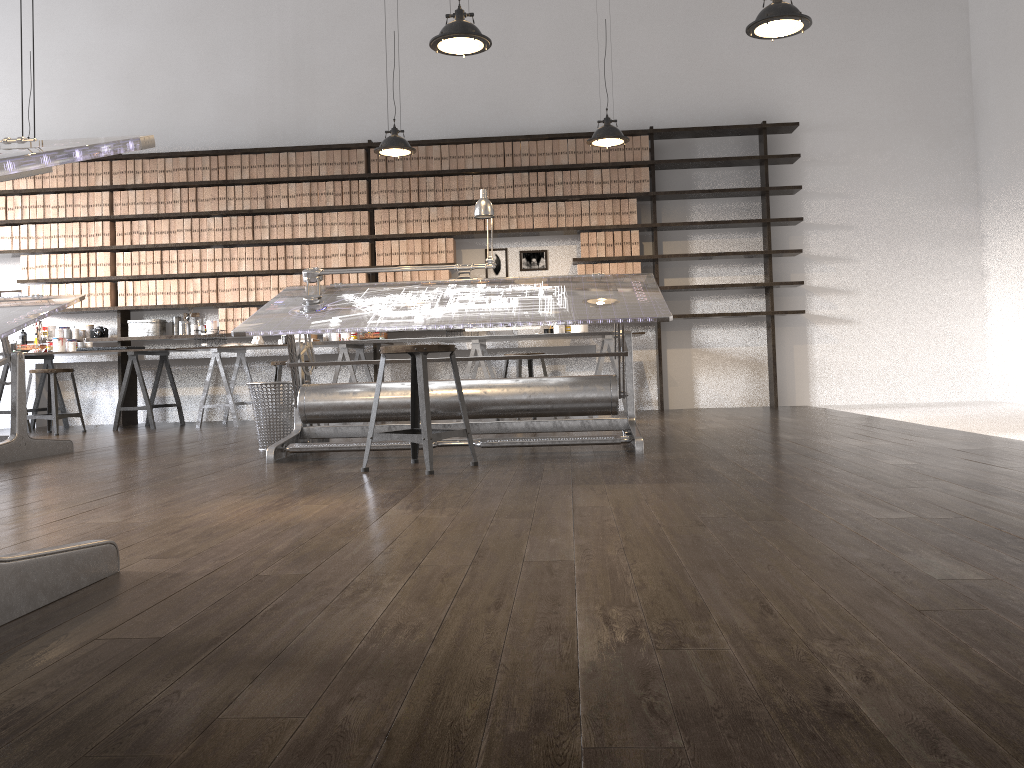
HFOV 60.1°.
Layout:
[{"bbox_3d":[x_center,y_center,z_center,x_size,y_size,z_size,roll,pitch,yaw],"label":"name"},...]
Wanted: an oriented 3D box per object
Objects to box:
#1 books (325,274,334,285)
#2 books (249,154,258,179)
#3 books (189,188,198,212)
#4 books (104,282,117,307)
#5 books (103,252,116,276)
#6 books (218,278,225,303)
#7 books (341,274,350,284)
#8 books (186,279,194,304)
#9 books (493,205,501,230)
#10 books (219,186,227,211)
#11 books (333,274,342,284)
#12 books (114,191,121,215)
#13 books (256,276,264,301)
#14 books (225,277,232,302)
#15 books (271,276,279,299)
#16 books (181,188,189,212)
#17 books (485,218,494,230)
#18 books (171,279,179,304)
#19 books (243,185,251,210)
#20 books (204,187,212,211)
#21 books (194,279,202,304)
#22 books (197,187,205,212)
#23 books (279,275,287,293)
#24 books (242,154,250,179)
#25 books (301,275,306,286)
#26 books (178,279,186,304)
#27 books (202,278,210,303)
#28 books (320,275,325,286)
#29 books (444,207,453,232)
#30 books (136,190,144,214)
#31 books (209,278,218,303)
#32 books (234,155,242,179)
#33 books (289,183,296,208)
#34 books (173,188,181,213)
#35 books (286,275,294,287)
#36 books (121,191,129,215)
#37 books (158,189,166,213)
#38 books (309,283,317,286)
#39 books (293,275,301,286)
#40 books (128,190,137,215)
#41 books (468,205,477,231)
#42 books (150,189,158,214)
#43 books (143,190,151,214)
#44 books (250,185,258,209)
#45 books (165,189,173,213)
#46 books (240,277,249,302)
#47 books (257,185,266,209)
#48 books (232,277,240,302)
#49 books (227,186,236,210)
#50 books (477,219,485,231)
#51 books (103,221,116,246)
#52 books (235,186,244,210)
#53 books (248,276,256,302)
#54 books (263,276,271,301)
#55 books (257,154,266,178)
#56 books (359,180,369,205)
[{"bbox_3d":[-1.612,-0.864,7.900,0.067,0.226,0.174,-2,-1,4],"label":"books"},{"bbox_3d":[-2.300,-1.938,7.978,0.067,0.226,0.174,-2,-1,4],"label":"books"},{"bbox_3d":[-2.848,-1.643,7.996,0.067,0.226,0.174,-2,-1,4],"label":"books"},{"bbox_3d":[-3.620,-0.803,8.018,0.067,0.226,0.174,-2,-1,4],"label":"books"},{"bbox_3d":[-3.625,-1.073,8.025,0.067,0.226,0.174,-2,-1,4],"label":"books"},{"bbox_3d":[-2.576,-0.835,7.959,0.067,0.226,0.174,-2,-1,4],"label":"books"},{"bbox_3d":[-1.464,-0.869,7.891,0.067,0.226,0.174,-2,-1,4],"label":"books"},{"bbox_3d":[-2.866,-0.826,7.977,0.067,0.226,0.174,-2,-1,4],"label":"books"},{"bbox_3d":[-0.124,-1.458,7.826,0.067,0.226,0.174,-2,-1,4],"label":"books"},{"bbox_3d":[-2.573,-1.652,7.978,0.067,0.226,0.174,-2,-1,4],"label":"books"},{"bbox_3d":[-1.538,-0.866,7.890,0.067,0.226,0.174,-2,-1,4],"label":"books"},{"bbox_3d":[-3.543,-1.622,8.045,0.067,0.226,0.174,-2,-1,4],"label":"books"},{"bbox_3d":[-2.233,-0.845,7.939,0.067,0.226,0.174,-2,-1,4],"label":"books"},{"bbox_3d":[-2.511,-0.837,7.953,0.067,0.226,0.174,-2,-1,4],"label":"books"},{"bbox_3d":[-2.094,-0.849,7.924,0.067,0.226,0.174,-2,-1,4],"label":"books"},{"bbox_3d":[-2.922,-1.641,8.007,0.067,0.226,0.174,-2,-1,4],"label":"books"},{"bbox_3d":[-0.199,-1.455,7.825,0.067,0.226,0.174,-2,-1,4],"label":"books"},{"bbox_3d":[-3.005,-0.821,7.979,0.067,0.226,0.174,-2,-1,4],"label":"books"},{"bbox_3d":[-2.354,-1.658,7.968,0.067,0.226,0.174,-2,-1,4],"label":"books"},{"bbox_3d":[-2.708,-1.648,7.991,0.067,0.226,0.174,-2,-1,4],"label":"books"},{"bbox_3d":[-2.796,-0.828,7.968,0.067,0.226,0.174,-2,-1,4],"label":"books"},{"bbox_3d":[-2.773,-1.646,7.997,0.067,0.226,0.174,-2,-1,4],"label":"books"},{"bbox_3d":[-2.022,-0.851,7.922,0.067,0.226,0.174,-2,-1,4],"label":"books"},{"bbox_3d":[-2.370,-1.936,7.978,0.067,0.226,0.174,-2,-1,4],"label":"books"},{"bbox_3d":[-1.825,-0.858,7.913,0.067,0.226,0.174,-2,-1,4],"label":"books"},{"bbox_3d":[-2.937,-0.823,7.981,0.067,0.226,0.174,-2,-1,4],"label":"books"},{"bbox_3d":[-2.725,-0.830,7.968,0.067,0.226,0.174,-2,-1,4],"label":"books"},{"bbox_3d":[-1.684,-0.862,7.900,0.067,0.226,0.174,-2,-1,4],"label":"books"},{"bbox_3d":[-0.553,-1.444,7.846,0.067,0.226,0.174,-2,-1,4],"label":"books"},{"bbox_3d":[-3.331,-1.628,8.028,0.067,0.226,0.174,-2,-1,4],"label":"books"},{"bbox_3d":[-2.650,-0.832,7.958,0.067,0.226,0.174,-2,-1,4],"label":"books"},{"bbox_3d":[-2.443,-1.933,7.979,0.067,0.226,0.174,-2,-1,4],"label":"books"},{"bbox_3d":[-1.943,-1.671,7.943,0.067,0.226,0.174,-2,-1,4],"label":"books"},{"bbox_3d":[-2.993,-1.639,8.006,0.067,0.226,0.174,-2,-1,4],"label":"books"},{"bbox_3d":[-1.959,-0.854,7.920,0.067,0.226,0.174,-2,-1,4],"label":"books"},{"bbox_3d":[-3.474,-1.624,8.039,0.067,0.226,0.174,-2,-1,4],"label":"books"},{"bbox_3d":[-3.134,-1.635,8.019,0.067,0.226,0.174,-2,-1,4],"label":"books"},{"bbox_3d":[-1.754,-0.860,7.908,0.067,0.226,0.174,-2,-1,4],"label":"books"},{"bbox_3d":[-1.892,-0.855,7.911,0.067,0.226,0.174,-2,-1,4],"label":"books"},{"bbox_3d":[-3.404,-1.626,8.031,0.067,0.226,0.174,-2,-1,4],"label":"books"},{"bbox_3d":[-0.344,-1.451,7.835,0.067,0.226,0.174,-2,-1,4],"label":"books"},{"bbox_3d":[-3.202,-1.632,8.017,0.067,0.226,0.174,-2,-1,4],"label":"books"},{"bbox_3d":[-3.268,-1.631,8.026,0.067,0.226,0.174,-2,-1,4],"label":"books"},{"bbox_3d":[-2.291,-1.661,7.966,0.067,0.226,0.174,-2,-1,4],"label":"books"},{"bbox_3d":[-3.064,-1.637,8.015,0.067,0.226,0.174,-2,-1,4],"label":"books"},{"bbox_3d":[-2.376,-0.841,7.940,0.067,0.226,0.174,-2,-1,4],"label":"books"},{"bbox_3d":[-2.225,-1.662,7.957,0.067,0.226,0.174,-2,-1,4],"label":"books"},{"bbox_3d":[-2.448,-0.838,7.945,0.067,0.226,0.174,-2,-1,4],"label":"books"},{"bbox_3d":[-2.501,-1.654,7.977,0.067,0.226,0.174,-2,-1,4],"label":"books"},{"bbox_3d":[-0.273,-1.453,7.835,0.067,0.226,0.174,-2,-1,4],"label":"books"},{"bbox_3d":[-3.637,-1.351,8.042,0.067,0.226,0.174,-2,-1,4],"label":"books"},{"bbox_3d":[-2.427,-1.656,7.971,0.067,0.226,0.174,-2,-1,4],"label":"books"},{"bbox_3d":[-2.303,-0.843,7.939,0.067,0.226,0.174,-2,-1,4],"label":"books"},{"bbox_3d":[-2.164,-0.847,7.933,0.067,0.226,0.174,-2,-1,4],"label":"books"},{"bbox_3d":[-2.231,-1.940,7.972,0.067,0.226,0.174,-2,-1,4],"label":"books"},{"bbox_3d":[-1.310,-1.691,7.905,0.067,0.226,0.174,-2,-1,4],"label":"books"}]
